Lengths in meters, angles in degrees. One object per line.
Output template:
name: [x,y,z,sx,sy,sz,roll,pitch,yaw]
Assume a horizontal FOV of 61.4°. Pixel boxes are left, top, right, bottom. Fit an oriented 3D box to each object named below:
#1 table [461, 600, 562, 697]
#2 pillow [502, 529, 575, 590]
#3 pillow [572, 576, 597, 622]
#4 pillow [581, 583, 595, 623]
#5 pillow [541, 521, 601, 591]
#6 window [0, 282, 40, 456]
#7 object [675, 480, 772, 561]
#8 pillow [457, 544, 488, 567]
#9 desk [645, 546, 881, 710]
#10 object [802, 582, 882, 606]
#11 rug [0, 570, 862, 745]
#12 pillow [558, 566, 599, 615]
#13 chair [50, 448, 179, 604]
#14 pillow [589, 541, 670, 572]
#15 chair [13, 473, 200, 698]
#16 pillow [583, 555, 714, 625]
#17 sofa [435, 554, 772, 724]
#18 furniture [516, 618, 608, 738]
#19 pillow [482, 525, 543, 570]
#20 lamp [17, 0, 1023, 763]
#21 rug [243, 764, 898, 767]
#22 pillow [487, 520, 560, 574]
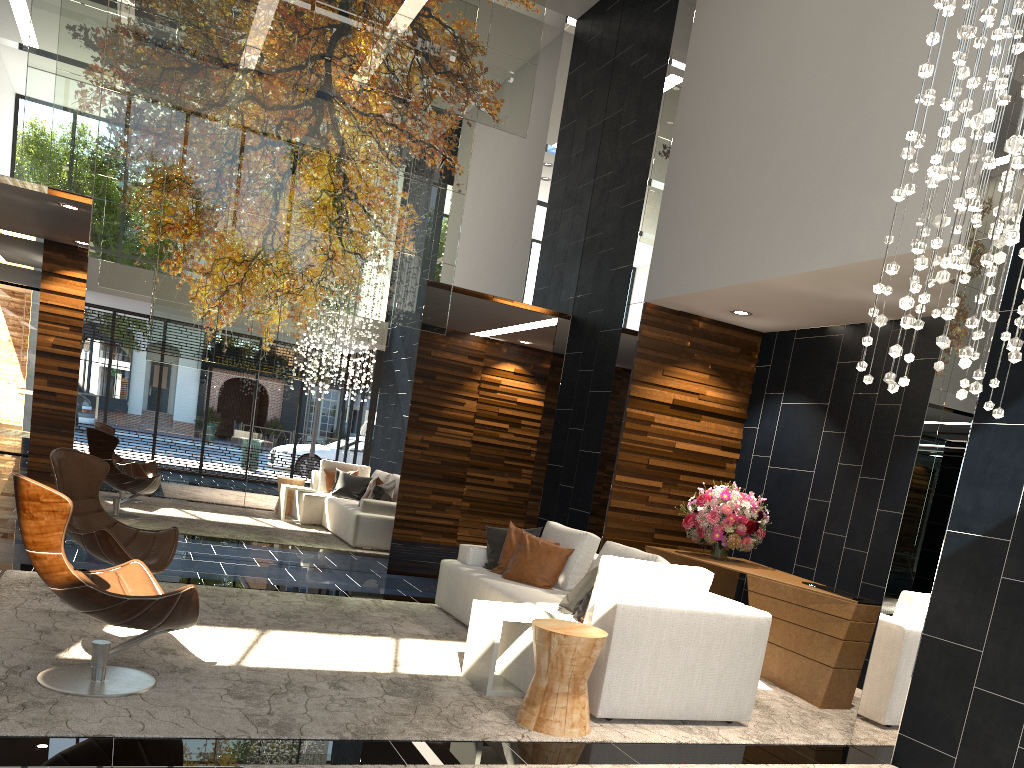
table: [-0.005,1.527,4.981,0.405,0.474,0.389,8,3,-24]
pillow: [0.175,1.298,6.350,0.508,0.421,0.269,10,4,37]
pillow: [0.593,1.289,5.274,0.249,0.421,0.559,13,2,35]
pillow: [0.635,1.265,5.076,0.527,0.421,0.260,9,4,-28]
pillow: [0.382,1.304,6.560,0.250,0.458,0.702,7,0,-24]
window: [-9.454,-0.422,14.187,4.007,2.894,0.057,9,8,-24]
object: [1.806,1.153,7.289,0.700,0.689,0.642,8,3,-33]
pillow: [-0.124,1.407,7.007,0.632,0.154,0.233,11,-2,-29]
desk: [1.992,1.868,6.823,1.002,0.758,2.193,9,-3,-23]
object: [2.327,1.476,6.067,0.243,0.027,0.698,10,-5,-12]
rug: [-0.180,1.802,5.731,5.978,0.006,3.141,11,-5,-24]
pillow: [0.513,1.291,5.434,0.294,0.370,0.508,11,1,26]
chair: [-2.525,0.913,5.352,0.787,0.947,0.664,9,4,4]
pillow: [0.731,1.300,5.753,0.293,0.442,0.702,7,0,-23]
chair: [-1.790,0.907,3.867,0.660,0.946,0.793,12,4,34]
pillow: [0.780,1.233,4.924,0.720,0.468,0.211,10,5,-23]
sofa: [0.302,1.542,5.940,1.307,0.692,2.786,10,-4,-23]
furniture: [0.252,1.493,4.401,0.390,0.531,0.388,10,4,11]
pillow: [-0.006,1.280,6.738,0.545,0.423,0.254,9,5,23]
lamp: [4.595,-46.431,0.886,398.730,115.958,396.036,9,-4,2]
rug: [0.978,1.756,2.956,3.461,0.006,2.284,11,-5,-24]
pillow: [0.101,1.279,6.553,0.538,0.439,0.243,9,5,31]
